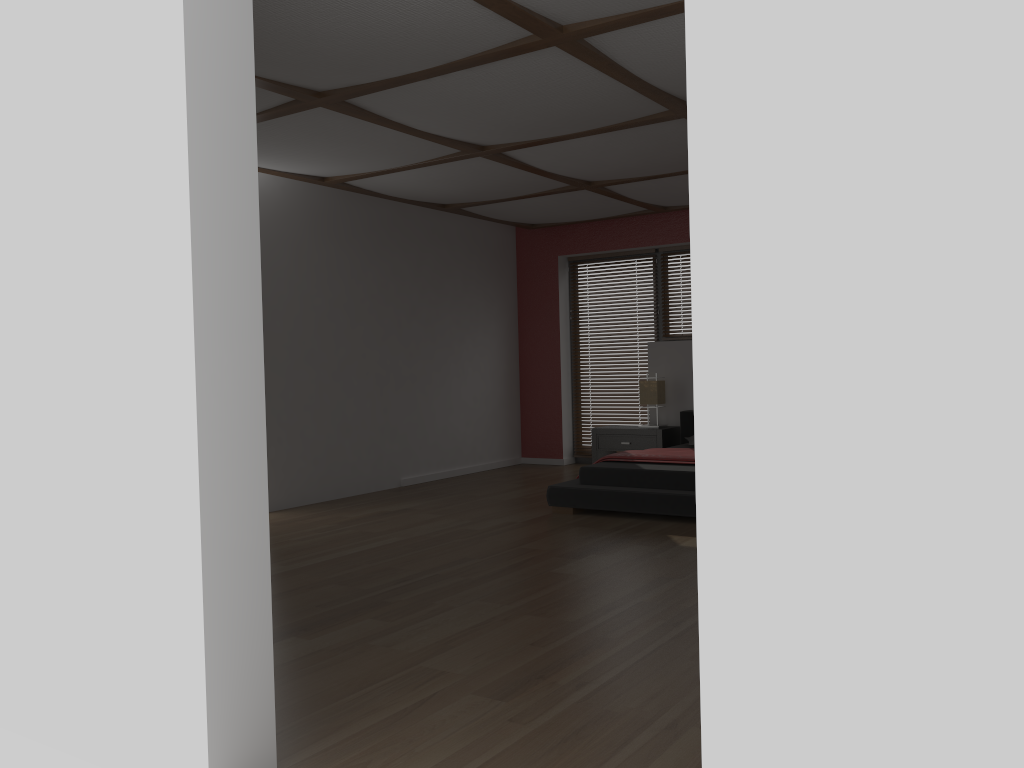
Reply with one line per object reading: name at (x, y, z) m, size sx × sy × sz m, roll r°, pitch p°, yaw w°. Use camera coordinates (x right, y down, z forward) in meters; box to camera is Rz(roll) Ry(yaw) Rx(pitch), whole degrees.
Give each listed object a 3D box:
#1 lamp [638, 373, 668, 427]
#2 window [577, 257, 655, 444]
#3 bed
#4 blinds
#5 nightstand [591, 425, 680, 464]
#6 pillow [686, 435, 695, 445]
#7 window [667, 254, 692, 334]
lamp at (1.271, 0.142, 8.021) m, size 0.200 × 0.480 × 0.200 m, roll -1°, pitch 1°, yaw 34°
window at (1.042, -0.299, 8.828) m, size 0.889 × 1.893 × 0.020 m, roll -1°, pitch 1°, yaw 34°
bed at (1.692, 0.544, 6.506) m, size 2.469 × 0.577 × 2.413 m, roll -1°, pitch 1°, yaw 34°
blinds at (2.628, -0.284, 7.692) m, size 4.840 × 1.952 × 0.032 m, roll -1°, pitch 1°, yaw 34°
nightstand at (1.128, 0.606, 8.085) m, size 0.700 × 0.423 × 0.413 m, roll -1°, pitch 1°, yaw 34°
pillow at (1.793, 0.439, 7.233) m, size 0.745 × 0.172 × 0.418 m, roll -1°, pitch 1°, yaw 9°
window at (2.653, -0.864, 7.736) m, size 2.817 × 0.786 × 0.020 m, roll -1°, pitch 1°, yaw 34°
